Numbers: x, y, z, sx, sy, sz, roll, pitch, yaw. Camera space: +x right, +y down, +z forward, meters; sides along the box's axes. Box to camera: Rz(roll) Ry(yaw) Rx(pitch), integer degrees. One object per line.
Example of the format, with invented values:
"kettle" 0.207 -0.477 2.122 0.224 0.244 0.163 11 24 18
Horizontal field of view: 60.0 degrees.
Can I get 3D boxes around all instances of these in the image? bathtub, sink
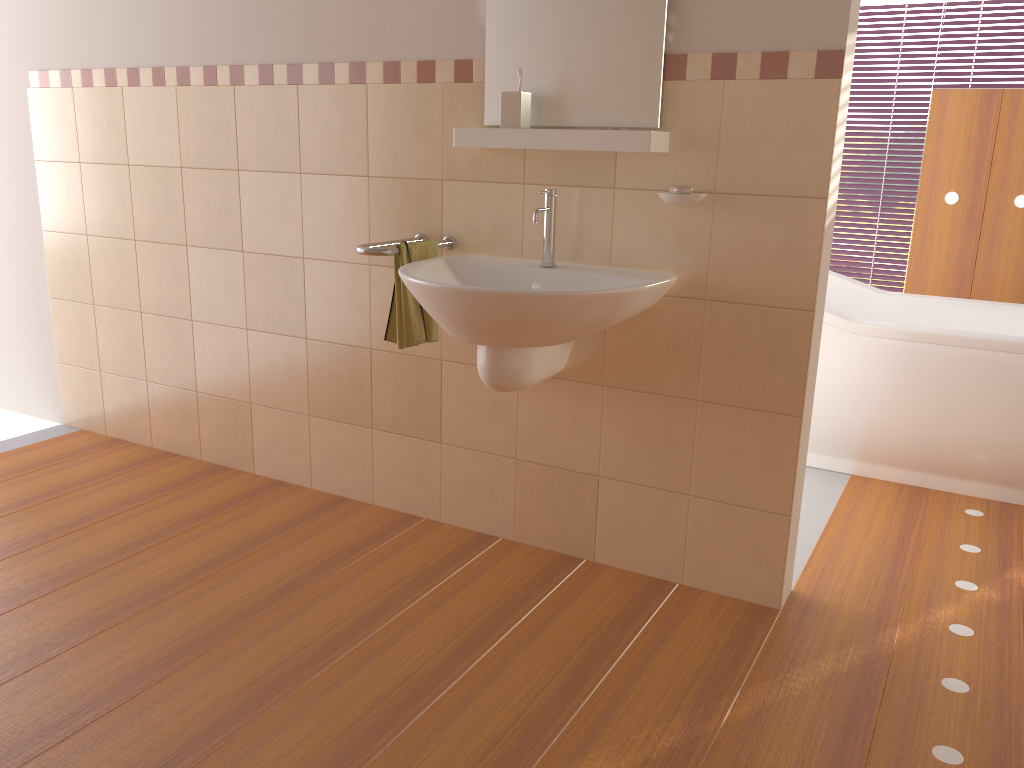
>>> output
"bathtub" 1.635 -0.142 3.458 1.874 0.900 0.888 9 17 27
"sink" 0.014 -0.219 2.221 0.683 0.516 0.539 9 17 27

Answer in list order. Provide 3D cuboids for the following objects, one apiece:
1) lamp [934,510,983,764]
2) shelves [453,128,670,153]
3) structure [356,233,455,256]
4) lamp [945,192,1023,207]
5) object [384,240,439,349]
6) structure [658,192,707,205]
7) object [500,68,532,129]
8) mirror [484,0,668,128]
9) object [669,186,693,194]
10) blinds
"lamp" -0.476 0.517 2.528 3.173 0.001 2.893 9 17 27
"shelves" 0.119 -0.631 2.291 0.554 0.050 0.138 9 17 27
"structure" -0.306 -0.385 2.477 0.142 0.042 0.333 9 17 27
"lamp" 2.490 -0.764 3.778 1.169 0.052 0.001 9 17 27
"object" -0.261 -0.251 2.480 0.085 0.306 0.181 16 21 43
"structure" 0.413 -0.457 2.194 0.117 0.029 0.092 9 17 27
"object" 0.009 -0.743 2.316 0.063 0.149 0.073 9 17 27
"mirror" 0.155 -1.060 2.223 0.502 0.799 0.008 9 17 27
"object" 0.416 -0.478 2.189 0.050 0.023 0.075 0 15 -7
"blinds" 2.907 -1.182 5.214 4.712 2.022 0.032 9 17 27
